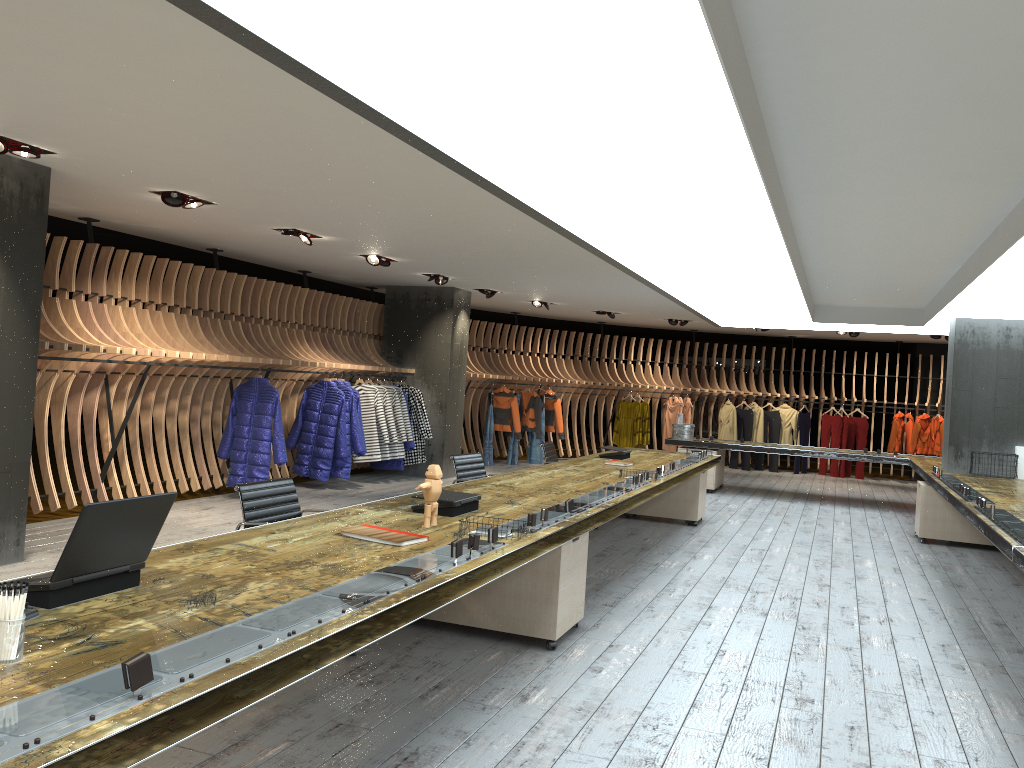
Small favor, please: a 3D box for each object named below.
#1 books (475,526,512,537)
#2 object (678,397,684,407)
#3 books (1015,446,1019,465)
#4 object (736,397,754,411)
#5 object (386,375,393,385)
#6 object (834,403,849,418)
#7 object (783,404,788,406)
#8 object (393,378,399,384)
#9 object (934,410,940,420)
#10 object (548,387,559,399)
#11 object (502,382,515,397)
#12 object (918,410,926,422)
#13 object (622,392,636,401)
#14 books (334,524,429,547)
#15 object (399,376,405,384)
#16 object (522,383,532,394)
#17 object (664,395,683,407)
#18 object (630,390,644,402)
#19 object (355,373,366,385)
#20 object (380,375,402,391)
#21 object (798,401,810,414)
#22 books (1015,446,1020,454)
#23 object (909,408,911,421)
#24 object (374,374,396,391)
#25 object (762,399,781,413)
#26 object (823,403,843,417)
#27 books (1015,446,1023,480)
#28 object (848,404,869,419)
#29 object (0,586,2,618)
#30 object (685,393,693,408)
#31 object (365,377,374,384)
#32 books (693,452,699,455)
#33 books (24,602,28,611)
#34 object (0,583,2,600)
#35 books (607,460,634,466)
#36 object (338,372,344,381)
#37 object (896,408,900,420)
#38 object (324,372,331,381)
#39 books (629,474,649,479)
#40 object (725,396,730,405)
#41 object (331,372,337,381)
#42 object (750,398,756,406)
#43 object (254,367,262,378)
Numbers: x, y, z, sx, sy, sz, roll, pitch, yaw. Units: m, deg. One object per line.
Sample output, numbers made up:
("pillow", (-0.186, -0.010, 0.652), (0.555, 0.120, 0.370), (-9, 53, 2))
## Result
("books", (-0.087, 0.696, 4.202), (0.155, 0.025, 0.110), (4, 0, 15))
("object", (3.305, 0.309, 17.546), (0.012, 0.270, 0.525), (4, 0, -10))
("books", (5.737, 0.888, 9.892), (0.215, 0.368, 0.075), (3, -1, 20))
("object", (4.629, 0.395, 17.693), (0.012, 0.270, 0.525), (4, 0, -35))
("object", (-1.740, 0.007, 12.542), (0.525, 0.270, 0.012), (4, -1, 20))
("object", (6.496, 0.514, 17.463), (0.012, 0.270, 0.525), (4, 0, -10))
("object", (5.441, 0.445, 17.665), (0.012, 0.270, 0.525), (4, 0, -45))
("object", (-1.635, 0.043, 12.671), (0.516, 0.316, 0.012), (4, -1, 20))
("object", (8.072, 0.618, 16.804), (0.012, 0.270, 0.525), (4, 0, 0))
("object", (0.687, 0.147, 16.290), (0.012, 0.270, 0.525), (4, 0, -40))
("object", (-0.143, 0.097, 15.518), (0.525, 0.270, 0.012), (4, -1, 35))
("object", (7.873, 0.605, 16.915), (0.525, 0.270, 0.012), (4, -1, -40))
("object", (2.280, 0.248, 17.214), (0.012, 0.270, 0.525), (4, 0, -40))
("books", (-0.580, 0.671, 3.939), (0.366, 0.026, 0.213), (4, 0, 31))
("object", (-1.573, 0.045, 12.849), (0.518, 0.313, 0.012), (4, -1, 20))
("object", (0.280, 0.125, 15.933), (0.525, 0.270, 0.012), (4, -1, 40))
("object", (3.190, 0.302, 17.517), (0.012, 0.270, 0.525), (4, 0, -35))
("object", (2.447, 0.259, 17.288), (0.012, 0.270, 0.525), (4, 0, -40))
("object", (-1.990, 0.015, 11.700), (0.518, 0.313, 0.012), (4, -1, 20))
("object", (-1.755, 0.027, 12.334), (0.518, 0.313, 0.012), (4, -1, 20))
("object", (5.815, 0.467, 17.612), (0.525, 0.270, 0.012), (4, 0, -45))
("books", (5.751, 0.889, 9.931), (0.215, 0.368, 0.047), (3, -1, 20))
("object", (7.655, 0.590, 17.042), (0.012, 0.270, 0.525), (3, 0, 25))
("object", (-1.818, 0.024, 12.167), (0.518, 0.313, 0.012), (4, -1, 20))
("object", (5.132, 0.427, 17.677), (0.012, 0.270, 0.525), (4, 0, -45))
("object", (6.336, 0.503, 17.508), (0.012, 0.270, 0.525), (4, 0, -25))
("books", (5.727, 0.887, 9.866), (0.215, 0.368, 0.073), (3, -1, 20))
("object", (6.772, 0.532, 17.379), (0.012, 0.270, 0.525), (4, 0, -30))
("object", (-1.204, 0.559, 2.085), (0.007, 0.170, 0.030), (4, -1, 4))
("object", (3.468, 0.319, 17.565), (0.012, 0.270, 0.525), (4, 0, -15))
("object", (-1.909, 0.019, 11.921), (0.518, 0.313, 0.012), (4, -1, 20))
("books", (2.199, 0.815, 10.387), (0.155, 0.025, 0.110), (4, 0, 15))
("books", (-1.440, 0.609, 2.417), (0.186, 0.027, 0.112), (4, 0, 5))
("object", (-1.210, 0.558, 2.107), (0.030, 0.170, 0.007), (4, -1, -20))
("books", (1.037, 0.755, 8.473), (0.213, 0.026, 0.365), (4, 0, 21))
("object", (-2.176, -0.015, 11.275), (0.525, 0.270, 0.012), (4, -1, 20))
("object", (7.476, 0.579, 17.108), (0.012, 0.270, 0.525), (3, 0, 35))
("object", (-2.303, -0.008, 10.981), (0.523, 0.292, 0.012), (4, -1, 20))
("books", (1.033, 0.754, 7.218), (0.155, 0.025, 0.110), (4, 0, 15))
("object", (4.320, 0.376, 17.684), (0.012, 0.270, 0.525), (4, 0, -15))
("object", (-2.223, -0.009, 11.102), (0.523, 0.291, 0.012), (4, -1, 20))
("object", (4.827, 0.408, 17.702), (0.012, 0.270, 0.525), (4, 0, -25))
("object", (-2.770, -0.046, 9.670), (0.525, 0.270, 0.012), (4, -1, 20))
